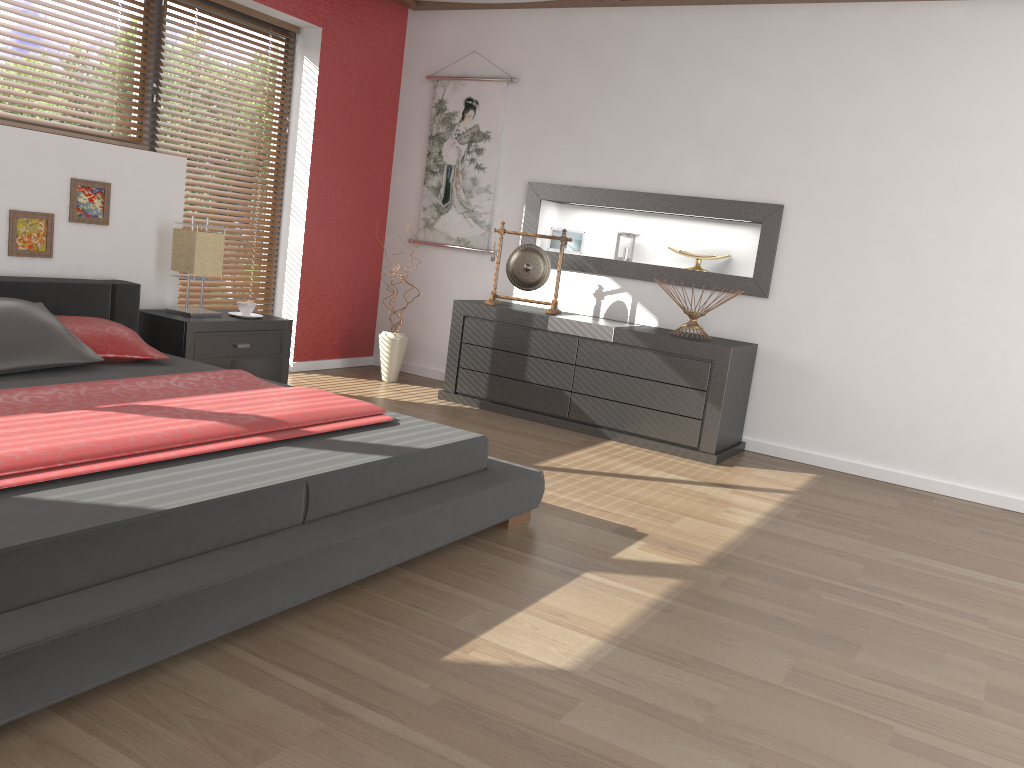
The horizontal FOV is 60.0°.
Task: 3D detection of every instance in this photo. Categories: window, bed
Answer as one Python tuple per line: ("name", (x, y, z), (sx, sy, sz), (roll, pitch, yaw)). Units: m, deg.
("window", (-1.727, -1.170, 5.170), (0.020, 1.893, 0.889), (12, 10, 29))
("bed", (-1.508, 0.084, 2.732), (2.413, 0.577, 2.469), (12, 10, 29))
("window", (-2.638, -1.557, 3.406), (0.020, 0.786, 2.817), (12, 10, 29))

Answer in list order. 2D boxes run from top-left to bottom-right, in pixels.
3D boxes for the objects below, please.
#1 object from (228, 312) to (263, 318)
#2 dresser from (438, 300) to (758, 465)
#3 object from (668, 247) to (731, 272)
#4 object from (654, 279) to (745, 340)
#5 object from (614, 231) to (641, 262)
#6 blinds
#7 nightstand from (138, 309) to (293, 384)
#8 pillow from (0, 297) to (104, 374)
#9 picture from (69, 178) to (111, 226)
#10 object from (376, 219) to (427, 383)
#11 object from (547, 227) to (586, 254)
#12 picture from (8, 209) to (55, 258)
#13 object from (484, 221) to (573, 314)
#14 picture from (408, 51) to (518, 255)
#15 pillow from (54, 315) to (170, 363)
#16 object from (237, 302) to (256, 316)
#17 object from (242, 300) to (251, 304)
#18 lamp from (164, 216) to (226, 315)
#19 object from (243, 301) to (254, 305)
("object", (-1.409, -0.363, 4.692), (0.179, 0.012, 0.179), (1, 11, -35))
("dresser", (0.467, -0.065, 5.132), (1.740, 0.608, 0.540), (12, 10, 29))
("object", (1.096, -0.724, 5.214), (0.350, 0.116, 0.181), (10, 10, 19))
("object", (0.987, -0.395, 4.787), (0.481, 0.282, 0.481), (7, 9, -4))
("object", (0.708, -0.841, 5.450), (0.159, 0.171, 0.159), (5, 9, -12))
("blinds", (-2.654, -0.978, 3.461), (0.032, 1.952, 4.840), (12, 10, 29))
("nightstand", (-1.554, -0.150, 4.633), (0.413, 0.423, 0.700), (12, 10, 29))
("pillow", (-1.888, -0.177, 3.158), (0.386, 0.241, 0.744), (11, 10, 24))
("picture", (-1.967, -0.848, 4.137), (0.010, 0.200, 0.200), (12, 10, 29))
("object", (-0.766, -0.523, 5.634), (0.364, 1.035, 0.422), (8, 9, 4))
("object", (0.344, -0.907, 5.617), (0.226, 0.146, 0.041), (9, 9, 9))
("picture", (-2.127, -0.662, 3.926), (0.010, 0.200, 0.200), (12, 10, 29))
("object", (0.097, -0.695, 5.266), (0.490, 0.498, 0.173), (10, 9, 14))
("picture", (-0.326, -1.524, 5.808), (0.701, 1.270, 0.028), (12, 10, 29))
("pillow", (-1.813, -0.182, 3.577), (0.745, 0.172, 0.418), (-1, 12, -41))
("object", (-1.405, -0.395, 4.687), (0.099, 0.069, 0.099), (1, 11, -35))
("object", (-1.403, -0.433, 4.687), (0.007, 0.007, 0.192), (6, 9, -6))
("lamp", (-1.590, -0.601, 4.477), (0.200, 0.480, 0.200), (12, 10, 29))
("object", (-1.388, -0.429, 4.669), (0.007, 0.007, 0.192), (7, 9, -1))
